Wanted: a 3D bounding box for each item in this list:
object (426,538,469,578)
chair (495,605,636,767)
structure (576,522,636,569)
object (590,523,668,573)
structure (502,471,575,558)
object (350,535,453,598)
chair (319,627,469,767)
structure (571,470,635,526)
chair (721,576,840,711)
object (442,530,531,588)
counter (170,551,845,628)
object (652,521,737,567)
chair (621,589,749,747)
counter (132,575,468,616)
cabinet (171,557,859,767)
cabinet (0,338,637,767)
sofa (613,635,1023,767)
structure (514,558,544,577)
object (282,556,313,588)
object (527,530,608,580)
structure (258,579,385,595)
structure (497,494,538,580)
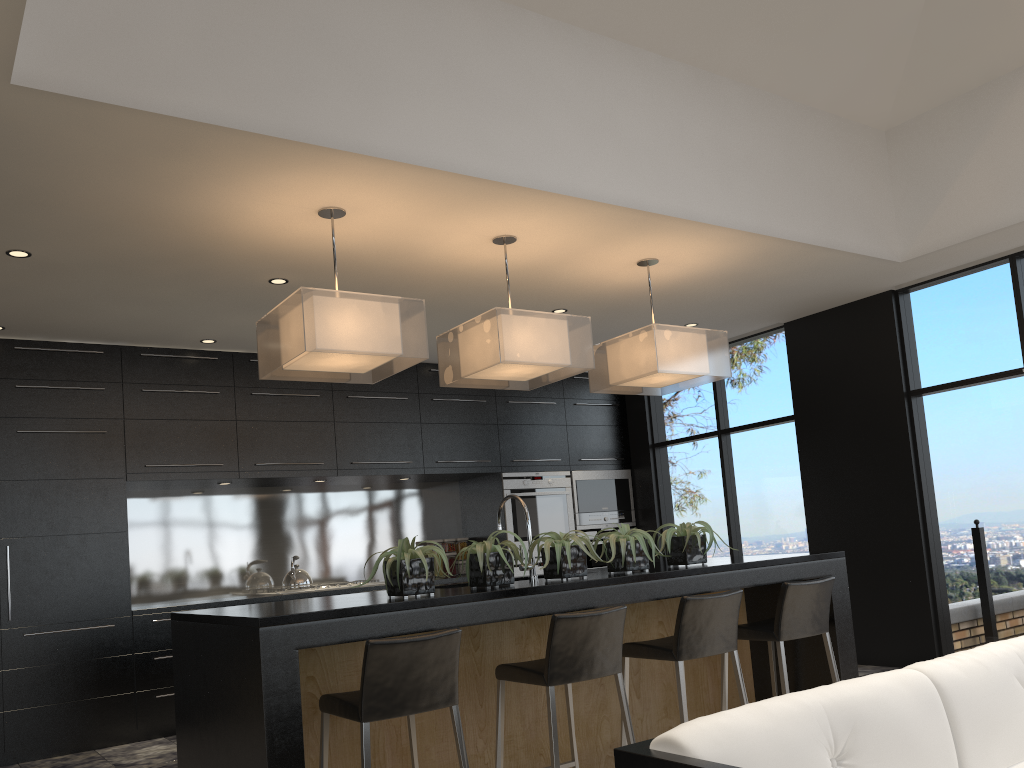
[{"bbox_3d":[-0.538,1.480,7.530,0.365,0.312,0.115,1,-8,-34],"label":"object"},{"bbox_3d":[0.224,1.414,3.654,0.476,0.953,0.524,0,-8,-35],"label":"chair"},{"bbox_3d":[0.851,1.456,7.774,0.678,0.440,0.071,1,-8,-35],"label":"structure"},{"bbox_3d":[0.583,0.770,4.193,0.406,0.236,0.403,-3,-9,-10],"label":"object"},{"bbox_3d":[0.232,1.091,7.408,0.701,0.699,0.086,1,-7,-35],"label":"structure"},{"bbox_3d":[-0.450,0.734,3.541,0.406,0.236,0.403,-3,-9,-10],"label":"object"},{"bbox_3d":[-0.425,1.384,3.209,0.476,0.953,0.524,0,-8,-35],"label":"chair"},{"bbox_3d":[0.814,1.000,7.814,0.676,0.469,0.027,1,-8,-35],"label":"structure"},{"bbox_3d":[1.356,1.465,4.432,0.476,0.953,0.524,0,-8,-35],"label":"chair"},{"bbox_3d":[-0.098,0.744,3.753,0.397,0.236,0.412,-3,-9,-10],"label":"object"},{"bbox_3d":[0.132,0.950,4.229,3.116,0.031,1.194,3,-13,-34],"label":"counter"},{"bbox_3d":[0.871,0.807,4.458,0.397,0.215,0.412,-3,-9,-10],"label":"object"},{"bbox_3d":[0.800,1.440,4.050,0.476,0.953,0.524,0,-8,-35],"label":"chair"},{"bbox_3d":[-1.402,1.561,6.639,2.862,0.033,0.739,3,-13,-34],"label":"counter"},{"bbox_3d":[0.175,1.476,4.182,3.116,1.026,1.193,2,-11,-34],"label":"cabinet"},{"bbox_3d":[-1.425,1.109,6.661,5.730,2.498,0.736,2,-8,-35],"label":"cabinet"},{"bbox_3d":[1.333,1.138,2.239,2.033,0.795,0.848,2,-10,-34],"label":"sofa"},{"bbox_3d":[0.291,1.800,7.344,0.701,0.699,0.086,1,-7,-35],"label":"structure"},{"bbox_3d":[-1.568,1.365,6.433,0.221,0.227,0.223,2,-10,-42],"label":"object"},{"bbox_3d":[0.275,0.766,3.977,0.406,0.215,0.403,-3,-9,-10],"label":"object"},{"bbox_3d":[-1.394,1.535,6.625,0.901,0.066,0.526,3,-13,-34],"label":"structure"},{"bbox_3d":[-0.028,1.080,4.464,2.778,1.007,0.663,2,-10,-35],"label":"structure"}]
